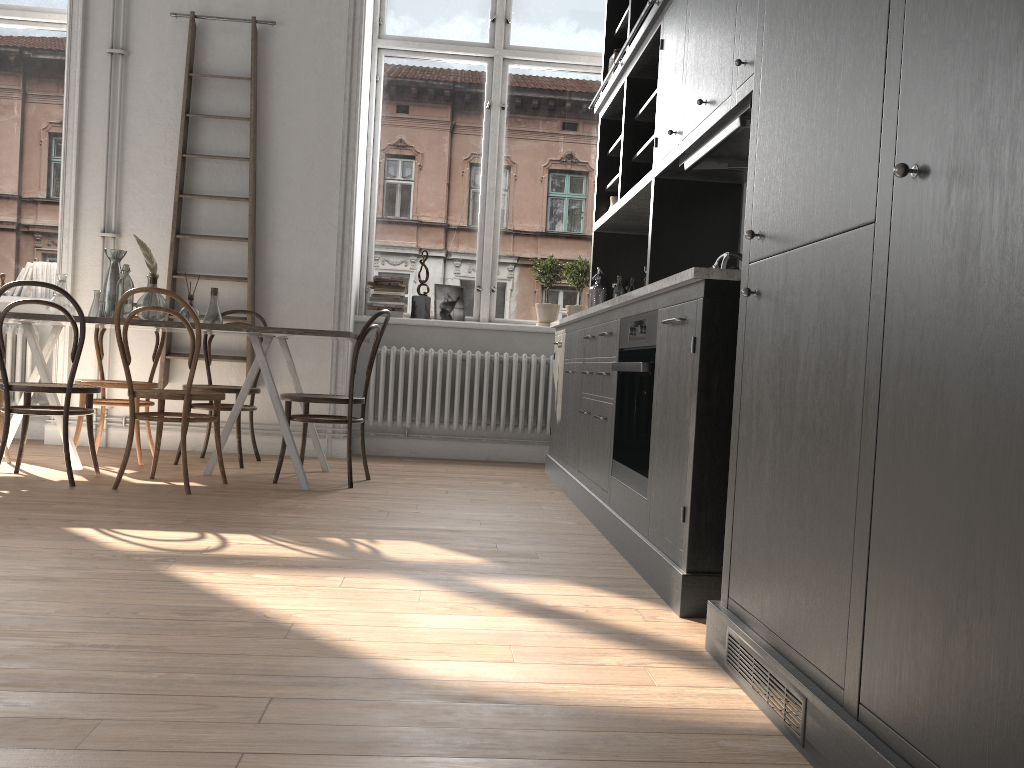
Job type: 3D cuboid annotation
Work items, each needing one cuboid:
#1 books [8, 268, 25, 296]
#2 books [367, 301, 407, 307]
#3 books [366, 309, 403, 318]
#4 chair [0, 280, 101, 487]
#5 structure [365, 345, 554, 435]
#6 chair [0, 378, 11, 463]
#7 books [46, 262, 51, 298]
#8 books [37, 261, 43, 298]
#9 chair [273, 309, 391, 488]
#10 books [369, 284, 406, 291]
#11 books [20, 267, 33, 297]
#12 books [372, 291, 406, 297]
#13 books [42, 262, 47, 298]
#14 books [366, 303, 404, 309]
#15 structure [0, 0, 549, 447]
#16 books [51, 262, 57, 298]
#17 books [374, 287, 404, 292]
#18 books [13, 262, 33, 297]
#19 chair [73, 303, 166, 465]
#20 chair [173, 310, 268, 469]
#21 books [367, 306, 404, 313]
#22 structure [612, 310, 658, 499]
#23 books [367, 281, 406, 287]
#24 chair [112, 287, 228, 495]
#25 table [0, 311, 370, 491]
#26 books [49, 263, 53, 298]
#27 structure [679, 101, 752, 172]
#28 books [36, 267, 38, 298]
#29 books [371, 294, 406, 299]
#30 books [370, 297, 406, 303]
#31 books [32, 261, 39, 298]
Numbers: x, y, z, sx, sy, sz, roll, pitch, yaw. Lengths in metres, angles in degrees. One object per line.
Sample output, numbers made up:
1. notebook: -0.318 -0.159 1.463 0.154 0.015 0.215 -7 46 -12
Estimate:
1. books: -3.312 -0.682 5.991 0.105 0.194 0.155 3 1 -5
2. books: -0.866 -0.557 6.168 0.255 0.014 0.192 3 1 -1
3. books: -0.881 -0.483 6.155 0.248 0.043 0.192 3 1 -4
4. chair: -2.188 -0.004 4.171 0.438 0.921 0.549 3 1 -9
5. structure: -0.230 0.049 6.075 1.577 0.552 0.194 3 1 -4
6. chair: -2.880 -0.048 4.527 0.549 0.921 0.438 3 1 4
7. books: -3.111 -0.694 6.018 0.019 0.244 0.174 3 1 -4
8. books: -3.150 -0.695 5.989 0.024 0.243 0.175 3 1 -4
9. chair: -0.939 0.057 4.657 0.549 0.921 0.438 3 1 8
10. books: -0.861 -0.669 6.163 0.244 0.019 0.174 3 1 -4
11. books: -3.247 -0.681 5.992 0.072 0.203 0.155 3 1 -4
12. books: -0.856 -0.626 6.170 0.222 0.024 0.158 3 1 -4
13. books: -3.129 -0.695 6.000 0.019 0.244 0.174 3 1 -4
14. books: -0.876 -0.538 6.153 0.249 0.023 0.175 3 1 -4
15. structure: -1.963 -1.799 5.812 5.182 4.475 0.340 3 1 -4
16. books: -3.067 -0.691 6.005 0.019 0.244 0.174 3 1 -4
17. books: -0.857 -0.648 6.163 0.205 0.022 0.155 3 1 -9
18. books: -3.271 -0.699 5.989 0.100 0.235 0.174 3 1 -4
19. chair: -2.254 -0.023 5.108 0.438 0.921 0.549 3 1 -6
20. chair: -1.689 0.006 5.231 0.438 0.921 0.549 3 1 3
21. books: -0.877 -0.515 6.153 0.249 0.023 0.175 3 1 -9
22. structure: 0.711 0.076 3.232 0.618 0.623 0.622 3 1 -4
23. books: -0.869 -0.690 6.162 0.231 0.023 0.162 3 1 11
24. chair: -1.603 0.029 4.180 0.438 0.921 0.549 3 1 7
25. table: -1.915 0.073 4.628 2.200 0.780 1.100 3 1 -4
26. books: -3.090 -0.693 6.025 0.024 0.243 0.175 3 1 -4
27. structure: 0.900 -0.894 3.224 0.379 0.123 0.843 3 1 -4
28. books: -3.174 -0.678 5.998 0.020 0.205 0.155 3 1 -4
29. books: -0.860 -0.603 6.164 0.205 0.022 0.155 3 1 10
30. books: -0.866 -0.578 6.169 0.245 0.028 0.193 3 1 -9
31. books: -3.200 -0.699 6.016 0.024 0.243 0.175 3 1 -4
